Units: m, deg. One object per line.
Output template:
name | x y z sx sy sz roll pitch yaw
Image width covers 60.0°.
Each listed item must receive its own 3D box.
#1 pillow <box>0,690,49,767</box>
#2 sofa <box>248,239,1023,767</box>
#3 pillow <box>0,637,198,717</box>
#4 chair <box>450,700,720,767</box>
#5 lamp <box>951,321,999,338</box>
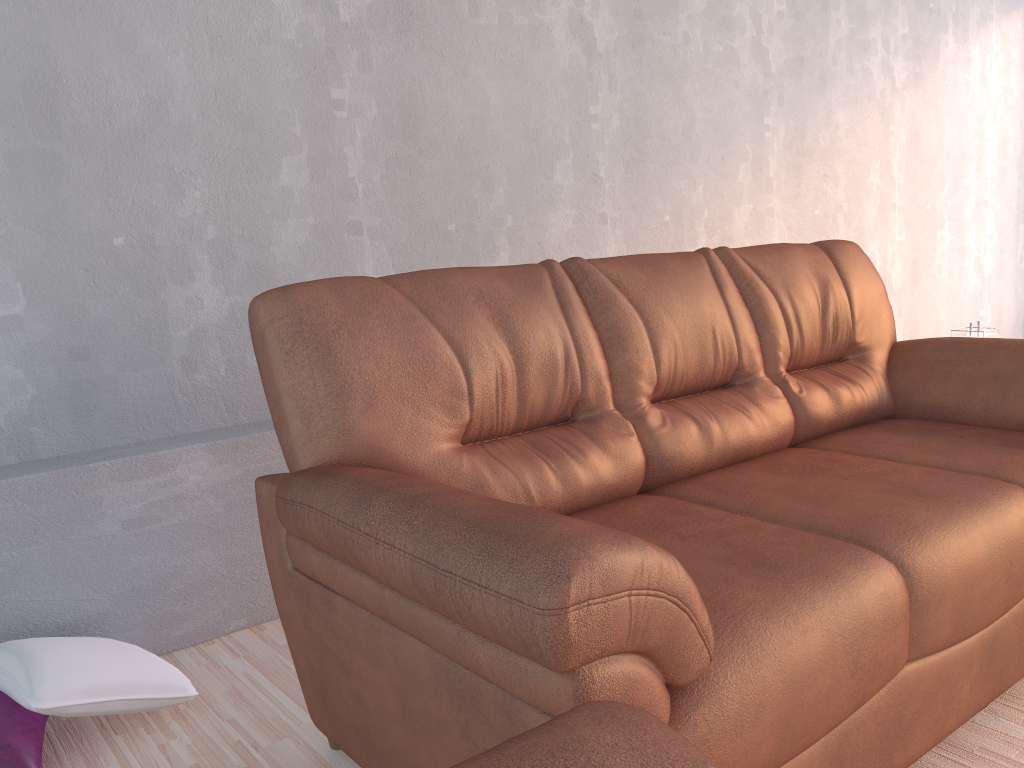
pillow | -1.157 0.725 1.824 0.392 0.130 0.365 -6 10 -17
sofa | 0.611 0.153 2.029 2.202 0.923 0.981 -10 11 -37
pillow | -0.975 0.648 1.991 0.388 0.205 0.357 4 12 38
chair | 0.032 0.503 0.193 0.936 0.879 0.970 -10 12 -38
lamp | 1.783 -0.053 3.425 0.140 0.376 0.140 -10 11 -37
